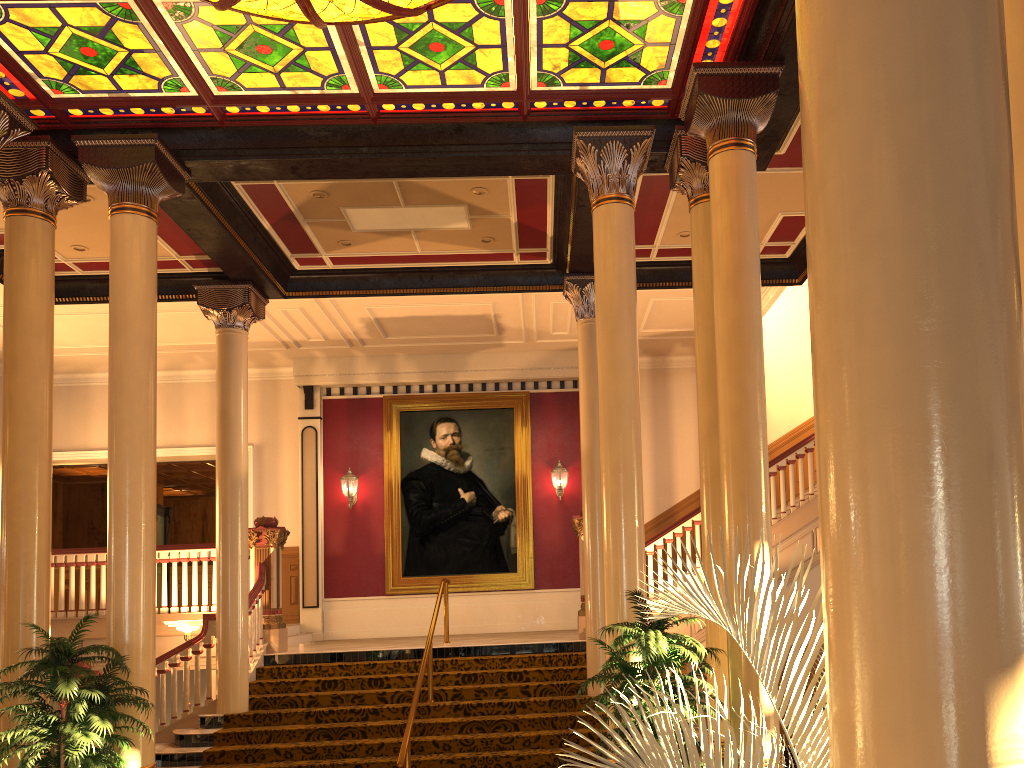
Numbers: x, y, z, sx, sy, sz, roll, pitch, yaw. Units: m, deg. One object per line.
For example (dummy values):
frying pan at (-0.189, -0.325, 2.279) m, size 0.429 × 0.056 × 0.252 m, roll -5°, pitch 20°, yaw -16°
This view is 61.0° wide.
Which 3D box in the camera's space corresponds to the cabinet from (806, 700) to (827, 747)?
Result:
cabinet at (3.812, 3.815, 9.259) m, size 1.255 × 0.857 × 0.558 m, roll -2°, pitch -7°, yaw -2°

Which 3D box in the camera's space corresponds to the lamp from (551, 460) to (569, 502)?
lamp at (0.823, 1.672, 14.956) m, size 0.318 × 0.721 × 0.400 m, roll -2°, pitch -6°, yaw 0°

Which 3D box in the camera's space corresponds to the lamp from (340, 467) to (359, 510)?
lamp at (-2.752, 1.780, 14.797) m, size 0.318 × 0.721 × 0.400 m, roll -2°, pitch -6°, yaw 0°

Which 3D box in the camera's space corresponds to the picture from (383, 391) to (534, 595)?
picture at (-0.929, 1.862, 15.020) m, size 2.549 × 3.412 × 0.055 m, roll -2°, pitch -4°, yaw -3°

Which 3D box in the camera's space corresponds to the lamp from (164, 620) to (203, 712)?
lamp at (-3.920, 3.869, 10.509) m, size 0.593 × 1.988 × 0.574 m, roll -1°, pitch -5°, yaw -18°

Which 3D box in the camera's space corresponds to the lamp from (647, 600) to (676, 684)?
lamp at (1.866, 3.695, 10.775) m, size 0.568 × 1.988 × 0.599 m, roll -4°, pitch -5°, yaw 17°

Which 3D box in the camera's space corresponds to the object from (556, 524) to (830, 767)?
object at (0.653, 1.452, 1.974) m, size 1.839 × 2.229 × 2.062 m, roll 0°, pitch -9°, yaw -12°

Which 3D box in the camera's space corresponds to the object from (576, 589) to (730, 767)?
object at (1.036, 2.551, 6.290) m, size 1.080 × 2.126 × 1.049 m, roll 3°, pitch -8°, yaw -42°

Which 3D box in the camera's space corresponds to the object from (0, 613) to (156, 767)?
object at (-3.100, 2.673, 6.077) m, size 1.095 × 2.126 × 1.035 m, roll -1°, pitch -6°, yaw -12°

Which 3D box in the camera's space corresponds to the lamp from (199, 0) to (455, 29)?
lamp at (-1.225, -2.608, 4.462) m, size 3.003 × 0.593 × 3.057 m, roll -2°, pitch -13°, yaw -3°
